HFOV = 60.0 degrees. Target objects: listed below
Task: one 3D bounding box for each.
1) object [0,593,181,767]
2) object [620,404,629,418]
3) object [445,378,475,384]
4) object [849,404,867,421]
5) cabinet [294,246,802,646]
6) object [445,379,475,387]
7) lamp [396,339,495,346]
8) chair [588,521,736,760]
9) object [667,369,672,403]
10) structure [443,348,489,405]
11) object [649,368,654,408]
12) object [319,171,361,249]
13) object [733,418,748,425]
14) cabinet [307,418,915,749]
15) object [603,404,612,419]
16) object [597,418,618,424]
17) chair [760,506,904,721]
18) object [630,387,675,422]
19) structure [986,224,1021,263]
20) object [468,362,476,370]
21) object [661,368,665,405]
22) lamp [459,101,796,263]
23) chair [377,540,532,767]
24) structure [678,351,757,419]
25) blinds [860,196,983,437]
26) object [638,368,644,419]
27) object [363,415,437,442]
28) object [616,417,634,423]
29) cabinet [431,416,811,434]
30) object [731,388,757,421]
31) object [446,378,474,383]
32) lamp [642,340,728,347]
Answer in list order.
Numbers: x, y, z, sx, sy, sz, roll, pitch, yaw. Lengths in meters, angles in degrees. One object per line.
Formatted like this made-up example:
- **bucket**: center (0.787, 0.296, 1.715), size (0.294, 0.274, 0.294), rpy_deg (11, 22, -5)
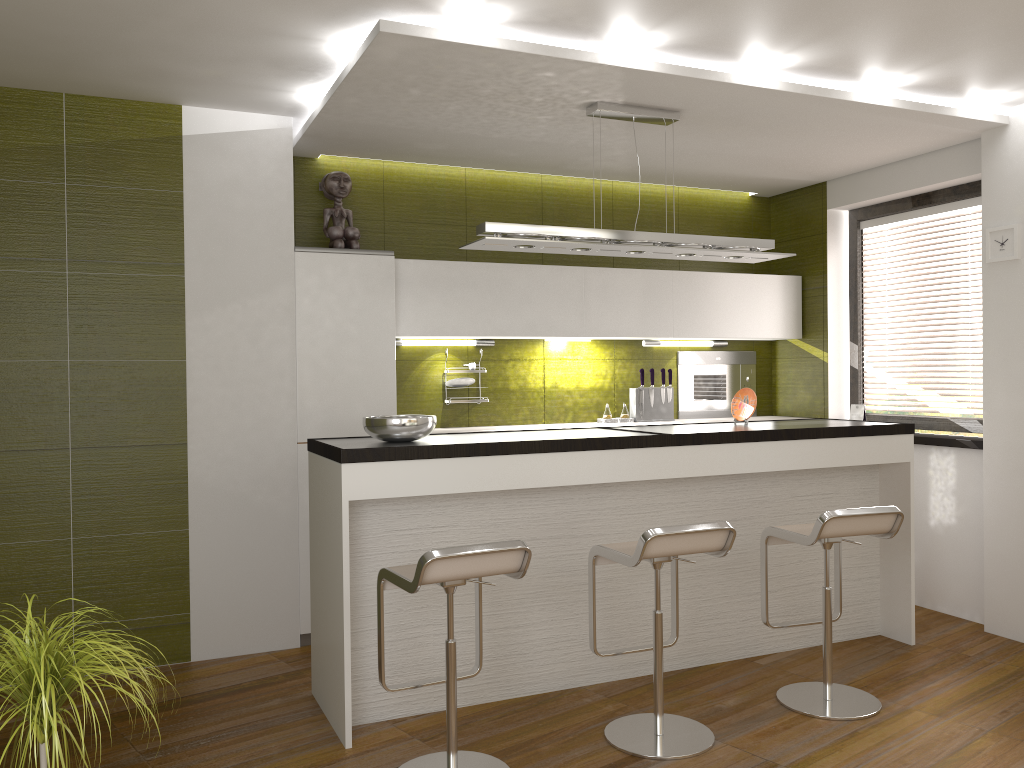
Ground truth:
- **object**: center (-1.090, 0.948, 2.071), size (0.585, 0.904, 0.606), rpy_deg (0, 1, 35)
- **object**: center (0.739, 0.183, 5.814), size (0.059, 0.121, 0.059), rpy_deg (0, 1, 33)
- **object**: center (-0.314, -0.012, 5.370), size (0.181, 0.052, 0.173), rpy_deg (-1, 1, -24)
- **object**: center (2.229, 0.218, 5.716), size (0.057, 0.169, 0.106), rpy_deg (-1, 1, -29)
- **cabinet**: center (0.329, 0.299, 5.635), size (3.471, 2.089, 0.724), rpy_deg (-1, 1, -24)
- **object**: center (-0.313, -0.006, 5.369), size (0.181, 0.052, 0.173), rpy_deg (-1, 1, -24)
- **lamp**: center (-0.443, -0.249, 5.389), size (0.715, 0.041, 0.041), rpy_deg (-1, 1, -24)
- **chair**: center (0.572, 0.936, 3.409), size (0.418, 0.857, 0.460), rpy_deg (-1, 1, -23)
- **object**: center (1.046, 0.014, 5.899), size (0.040, 0.231, 0.013), rpy_deg (-1, 1, -24)
- **structure**: center (-0.281, -0.046, 5.419), size (0.266, 0.346, 0.110), rpy_deg (-1, 1, -24)
- **object**: center (0.919, 0.028, 5.843), size (0.042, 0.264, 0.013), rpy_deg (-1, 1, -24)
- **object**: center (-0.964, -0.966, 4.983), size (0.195, 0.488, 0.304), rpy_deg (-1, 1, -26)
- **object**: center (1.231, 0.147, 4.705), size (0.072, 0.131, 0.088), rpy_deg (-1, 1, -29)
- **cabinet**: center (0.578, 0.788, 4.237), size (2.947, 1.134, 0.663), rpy_deg (-1, 1, -24)
- **object**: center (0.618, 0.185, 5.748), size (0.059, 0.121, 0.059), rpy_deg (0, 1, 22)
- **object**: center (0.618, 0.240, 5.748), size (0.107, 0.032, 0.107), rpy_deg (-1, 1, -23)
- **chair**: center (1.347, 0.923, 3.750), size (0.418, 0.857, 0.460), rpy_deg (-1, 1, -18)
- **object**: center (0.929, 0.138, 5.893), size (0.293, 0.227, 0.107), rpy_deg (-1, 1, -24)
- **structure**: center (2.548, -0.727, 4.602), size (0.026, 0.180, 0.180), rpy_deg (-1, 1, -24)
- **object**: center (-0.245, -0.107, 5.446), size (0.046, 0.053, 0.051), rpy_deg (-1, 1, 8)
- **object**: center (1.000, 0.016, 5.879), size (0.036, 0.243, 0.013), rpy_deg (-1, 1, -24)
- **lamp**: center (0.585, -0.969, 4.244), size (1.677, 0.683, 0.326), rpy_deg (-1, 1, -24)
- **chair**: center (-0.202, 0.949, 3.067), size (0.418, 0.857, 0.460), rpy_deg (-1, 1, -28)
- **structure**: center (1.448, 0.006, 6.228), size (0.663, 0.469, 0.015), rpy_deg (-1, 1, -24)
- **blinds**: center (4.053, -3.016, 9.231), size (16.000, 12.704, 9.030), rpy_deg (-1, 1, 16)
- **object**: center (0.846, 0.067, 5.812), size (0.046, 0.339, 0.013), rpy_deg (-1, 1, -24)
- **object**: center (-0.478, 0.191, 3.776), size (0.311, 0.105, 0.311), rpy_deg (-1, 1, -11)
- **object**: center (0.740, 0.238, 5.815), size (0.107, 0.032, 0.107), rpy_deg (-1, 1, -12)
- **cabinet**: center (0.628, 0.797, 5.635), size (2.940, 1.086, 0.465), rpy_deg (-1, 1, -24)
- **object**: center (1.230, 0.109, 4.706), size (0.055, 0.178, 0.184), rpy_deg (-1, 1, -27)
- **object**: center (-0.313, -0.009, 5.370), size (0.181, 0.052, 0.173), rpy_deg (-1, 1, -24)
- **lamp**: center (1.193, -0.277, 6.077), size (0.716, 0.041, 0.095), rpy_deg (-1, 1, -24)
